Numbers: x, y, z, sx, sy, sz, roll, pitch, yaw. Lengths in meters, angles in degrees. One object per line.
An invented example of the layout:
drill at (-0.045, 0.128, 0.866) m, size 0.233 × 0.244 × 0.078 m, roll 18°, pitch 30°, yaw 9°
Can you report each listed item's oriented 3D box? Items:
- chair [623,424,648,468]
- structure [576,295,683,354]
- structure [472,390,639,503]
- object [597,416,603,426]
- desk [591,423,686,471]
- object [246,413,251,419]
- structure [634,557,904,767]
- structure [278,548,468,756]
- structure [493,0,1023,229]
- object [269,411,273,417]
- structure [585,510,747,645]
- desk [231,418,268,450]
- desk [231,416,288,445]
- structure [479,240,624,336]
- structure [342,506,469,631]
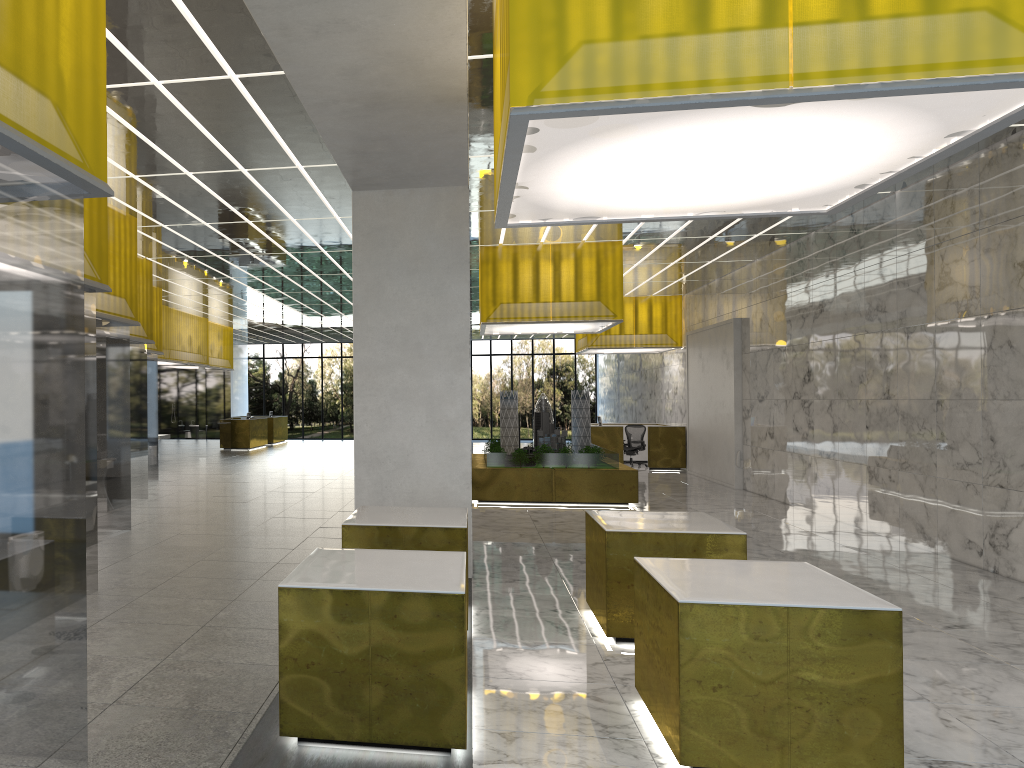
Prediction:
chair at (4.293, 2.195, 30.414) m, size 1.182 × 1.493 × 0.980 m, roll -1°, pitch -1°, yaw 28°
structure at (4.076, -2.308, 30.626) m, size 3.181 × 2.269 × 3.225 m, roll 0°, pitch -1°, yaw 4°
structure at (0.807, 1.444, 22.038) m, size 3.767 × 2.571 × 5.340 m, roll 0°, pitch -1°, yaw 2°
object at (3.286, 1.493, 30.773) m, size 0.536 × 0.667 × 0.778 m, roll 0°, pitch -1°, yaw 2°
desk at (4.161, 2.204, 30.588) m, size 3.139 × 1.508 × 3.607 m, roll 0°, pitch -1°, yaw 3°
object at (-13.533, 1.791, 43.419) m, size 0.536 × 0.667 × 0.778 m, roll 0°, pitch -1°, yaw 2°
structure at (1.690, 1.973, 6.069) m, size 1.332 × 1.173 × 1.495 m, roll 0°, pitch -1°, yaw 3°
structure at (-1.003, 1.994, 6.575) m, size 1.332 × 1.173 × 1.495 m, roll 0°, pitch -1°, yaw 3°
structure at (1.472, -2.713, 6.466) m, size 3.179 × 2.269 × 3.356 m, roll 0°, pitch -1°, yaw 4°
object at (-13.774, 1.879, 48.423) m, size 0.535 × 0.667 × 0.778 m, roll 0°, pitch -1°, yaw 1°
structure at (1.549, 2.024, 9.005) m, size 1.332 × 1.173 × 1.495 m, roll 0°, pitch -1°, yaw 3°
desk at (-14.394, 2.518, 43.600) m, size 3.139 × 1.508 × 3.607 m, roll 0°, pitch -1°, yaw 3°
desk at (-14.633, 2.604, 48.560) m, size 3.139 × 1.508 × 3.607 m, roll 0°, pitch -1°, yaw 3°
structure at (0.785, -2.463, 20.738) m, size 3.179 × 2.269 × 3.357 m, roll 0°, pitch -1°, yaw 4°
structure at (-1.145, 2.046, 9.506) m, size 1.332 × 1.173 × 1.495 m, roll 0°, pitch -1°, yaw 3°
